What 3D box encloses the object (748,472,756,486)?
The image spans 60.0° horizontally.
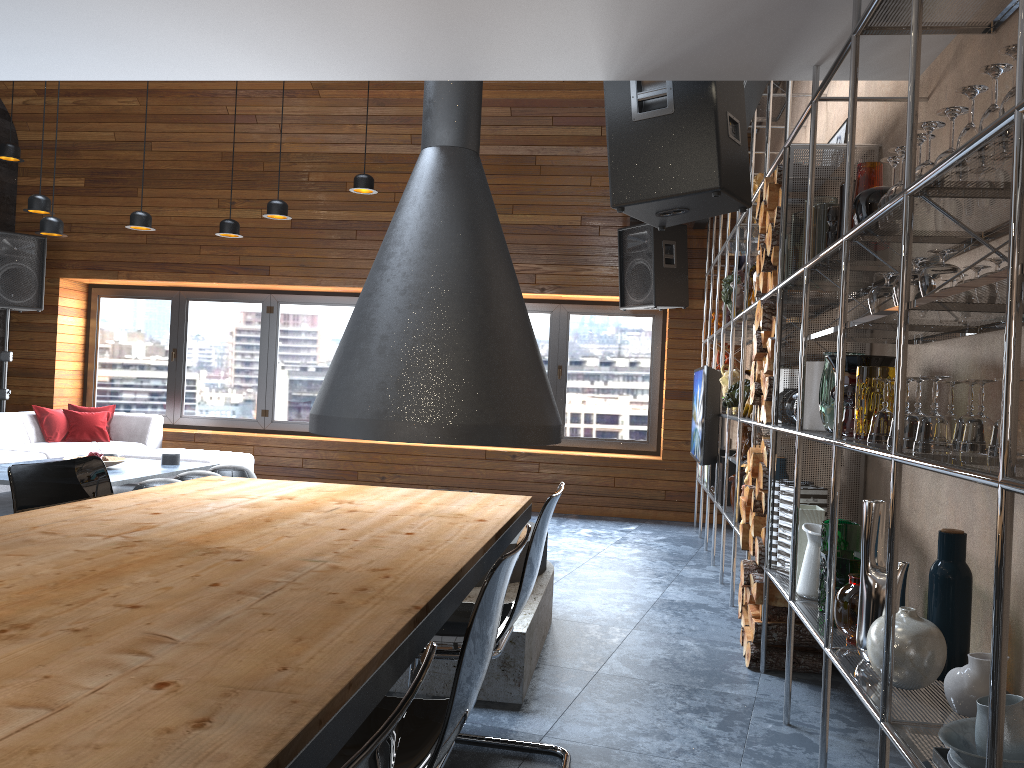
[{"bbox_3d":[1.211,0.446,3.977,0.290,0.153,0.112,3,0,5],"label":"object"}]

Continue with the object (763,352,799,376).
[{"bbox_3d":[1.209,-0.068,3.631,0.331,0.110,0.107,3,0,6],"label":"object"}]

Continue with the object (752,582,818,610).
[{"bbox_3d":[1.156,0.862,3.623,0.331,0.105,0.105,3,0,5],"label":"object"}]

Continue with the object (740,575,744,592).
[{"bbox_3d":[1.196,0.885,3.974,0.329,0.107,0.128,3,0,8],"label":"object"}]

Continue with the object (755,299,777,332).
[{"bbox_3d":[1.225,-0.288,3.864,0.312,0.150,0.140,3,0,4],"label":"object"}]

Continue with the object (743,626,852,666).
[{"bbox_3d":[1.195,1.116,3.717,0.428,0.131,0.154,3,0,8],"label":"object"}]

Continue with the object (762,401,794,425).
[{"bbox_3d":[1.199,0.121,3.623,0.330,0.105,0.107,3,0,5],"label":"object"}]

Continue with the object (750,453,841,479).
[{"bbox_3d":[1.193,0.353,3.743,0.362,0.115,0.098,3,0,7],"label":"object"}]

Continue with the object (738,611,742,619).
[{"bbox_3d":[1.199,1.057,4.067,0.303,0.088,0.095,3,0,6],"label":"object"}]

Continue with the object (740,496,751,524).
[{"bbox_3d":[1.216,0.565,3.968,0.374,0.131,0.115,3,0,3],"label":"object"}]

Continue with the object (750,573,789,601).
[{"bbox_3d":[1.169,0.862,3.751,0.309,0.131,0.099,3,0,4],"label":"object"}]

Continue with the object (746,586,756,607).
[{"bbox_3d":[1.178,0.929,3.806,0.330,0.098,0.107,3,0,4],"label":"object"}]

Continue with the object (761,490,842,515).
[{"bbox_3d":[1.181,0.482,3.626,0.309,0.121,0.111,3,0,7],"label":"object"}]

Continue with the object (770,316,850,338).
[{"bbox_3d":[1.231,-0.219,3.668,0.299,0.119,0.151,3,0,10],"label":"object"}]

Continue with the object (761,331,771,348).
[{"bbox_3d":[1.222,-0.192,3.781,0.303,0.090,0.098,3,0,7],"label":"object"}]

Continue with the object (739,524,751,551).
[{"bbox_3d":[1.208,0.688,3.962,0.362,0.131,0.154,3,0,8],"label":"object"}]

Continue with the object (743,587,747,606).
[{"bbox_3d":[1.188,0.943,3.886,0.331,0.110,0.101,3,0,10],"label":"object"}]

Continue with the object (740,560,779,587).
[{"bbox_3d":[1.164,0.841,3.859,0.321,0.128,0.164,3,0,7],"label":"object"}]

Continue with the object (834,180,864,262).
[{"bbox_3d":[1.106,-0.538,2.896,0.092,0.268,0.092,3,0,30],"label":"object"}]

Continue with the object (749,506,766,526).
[{"bbox_3d":[1.187,0.577,3.855,0.288,0.118,0.147,3,0,4],"label":"object"}]

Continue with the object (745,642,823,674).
[{"bbox_3d":[1.118,1.121,3.626,0.312,0.110,0.103,3,0,4],"label":"object"}]

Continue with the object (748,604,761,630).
[{"bbox_3d":[1.163,0.989,3.730,0.329,0.135,0.095,3,0,4],"label":"object"}]

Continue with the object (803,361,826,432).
[{"bbox_3d":[1.119,0.045,3.122,0.175,0.241,0.165,2,0,43],"label":"object"}]

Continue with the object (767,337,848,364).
[{"bbox_3d":[1.206,-0.135,3.634,0.308,0.120,0.097,3,0,3],"label":"object"}]

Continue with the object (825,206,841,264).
[{"bbox_3d":[1.123,-0.510,3.095,0.058,0.215,0.077,2,0,34],"label":"object"}]

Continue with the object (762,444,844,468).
[{"bbox_3d":[1.191,0.293,3.644,0.308,0.107,0.121,3,0,4],"label":"object"}]

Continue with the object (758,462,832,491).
[{"bbox_3d":[1.172,0.383,3.643,0.299,0.114,0.135,3,0,6],"label":"object"}]

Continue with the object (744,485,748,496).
[{"bbox_3d":[1.232,0.504,4.053,0.331,0.110,0.107,3,0,6],"label":"object"}]

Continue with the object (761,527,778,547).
[{"bbox_3d":[1.177,0.625,3.618,0.303,0.088,0.095,3,0,6],"label":"object"}]

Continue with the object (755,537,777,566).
[{"bbox_3d":[1.152,0.692,3.641,0.287,0.112,0.126,3,0,7],"label":"object"}]

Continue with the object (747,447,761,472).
[{"bbox_3d":[1.225,0.351,4.018,0.299,0.119,0.151,3,0,10],"label":"object"}]

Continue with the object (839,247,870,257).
[{"bbox_3d":[1.087,-0.460,2.791,0.108,0.109,0.109,3,0,34],"label":"object"}]

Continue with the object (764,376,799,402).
[{"bbox_3d":[1.201,0.026,3.616,0.321,0.109,0.110,3,0,9],"label":"object"}]

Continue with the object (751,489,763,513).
[{"bbox_3d":[1.198,0.513,3.800,0.331,0.110,0.101,3,0,10],"label":"object"}]

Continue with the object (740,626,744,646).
[{"bbox_3d":[1.176,1.135,3.958,0.303,0.095,0.087,3,0,8],"label":"object"}]

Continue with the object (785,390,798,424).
[{"bbox_3d":[1.154,0.096,3.482,0.150,0.146,0.148,3,0,-13],"label":"object"}]

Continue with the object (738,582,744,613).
[{"bbox_3d":[1.177,0.976,4.012,0.286,0.143,0.143,3,0,7],"label":"object"}]

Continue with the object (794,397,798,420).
[{"bbox_3d":[1.130,0.091,3.309,0.151,0.154,0.151,3,0,11],"label":"object"}]

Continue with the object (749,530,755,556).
[{"bbox_3d":[1.185,0.691,3.837,0.299,0.114,0.135,3,0,6],"label":"object"}]

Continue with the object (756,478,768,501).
[{"bbox_3d":[1.196,0.454,3.713,0.329,0.107,0.128,3,0,8],"label":"object"}]

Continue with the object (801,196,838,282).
[{"bbox_3d":[1.185,-0.555,3.417,0.122,0.313,0.122,3,0,28],"label":"object"}]

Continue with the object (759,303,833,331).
[{"bbox_3d":[1.205,-0.276,3.767,0.289,0.121,0.107,3,0,9],"label":"object"}]

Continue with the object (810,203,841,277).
[{"bbox_3d":[1.159,-0.527,3.258,0.113,0.253,0.112,3,0,8],"label":"object"}]

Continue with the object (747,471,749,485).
[{"bbox_3d":[1.245,0.452,4.072,0.308,0.120,0.097,3,0,3],"label":"object"}]

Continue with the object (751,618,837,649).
[{"bbox_3d":[1.146,1.022,3.618,0.321,0.109,0.110,3,0,9],"label":"object"}]

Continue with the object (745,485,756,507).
[{"bbox_3d":[1.194,0.500,3.882,0.330,0.098,0.107,3,0,4],"label":"object"}]

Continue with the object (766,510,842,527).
[{"bbox_3d":[1.206,0.546,3.674,0.286,0.143,0.143,3,0,7],"label":"object"}]

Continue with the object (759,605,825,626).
[{"bbox_3d":[1.172,0.917,3.657,0.288,0.135,0.109,3,0,12],"label":"object"}]

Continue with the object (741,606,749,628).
[{"bbox_3d":[1.189,1.045,3.918,0.330,0.098,0.103,3,0,5],"label":"object"}]

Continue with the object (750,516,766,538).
[{"bbox_3d":[1.187,0.615,3.766,0.330,0.098,0.103,3,0,5],"label":"object"}]
